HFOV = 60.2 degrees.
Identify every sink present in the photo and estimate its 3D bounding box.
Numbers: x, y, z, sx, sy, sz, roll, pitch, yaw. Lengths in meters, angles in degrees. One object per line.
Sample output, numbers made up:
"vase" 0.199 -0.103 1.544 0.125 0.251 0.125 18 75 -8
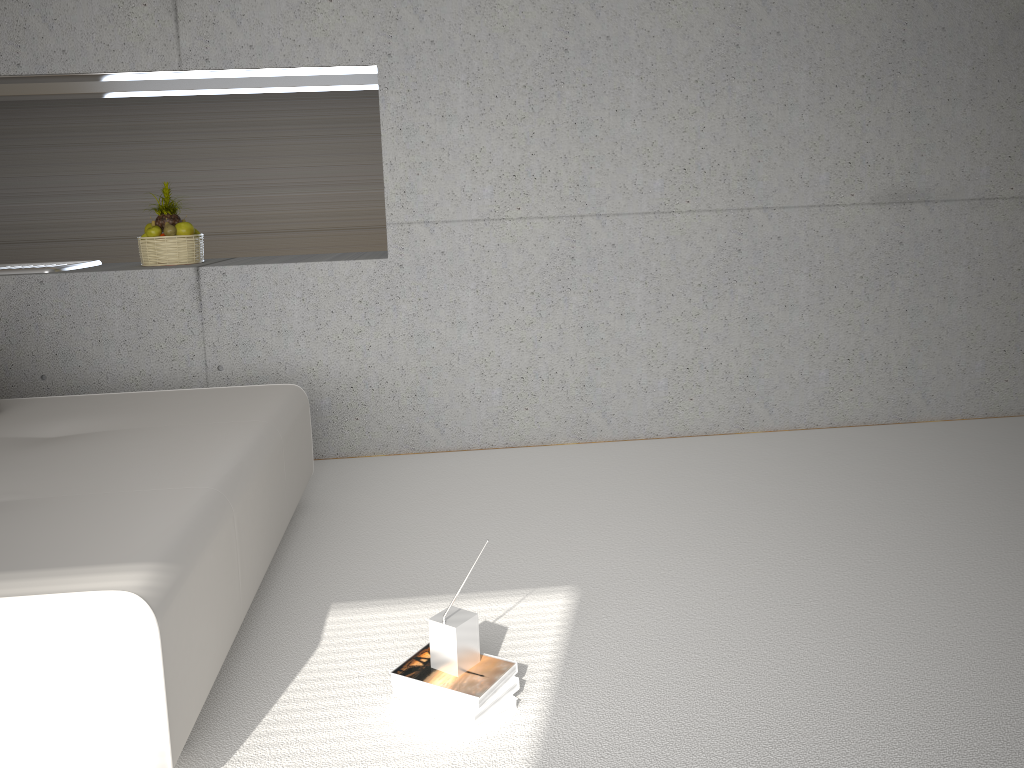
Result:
"sink" -3.147 -0.652 4.664 1.702 0.534 0.775 -3 10 -4

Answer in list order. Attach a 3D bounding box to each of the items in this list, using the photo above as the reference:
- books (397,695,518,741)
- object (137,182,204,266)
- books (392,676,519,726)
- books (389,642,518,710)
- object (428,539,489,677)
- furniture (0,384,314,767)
"books" -0.142 0.799 2.249 0.190 0.032 0.266 -12 15 -39
"object" -1.835 -0.863 4.736 0.334 0.437 0.372 -5 9 -19
"books" -0.144 0.767 2.245 0.265 0.032 0.191 6 14 34
"books" -0.147 0.734 2.248 0.265 0.032 0.191 4 13 29
"object" -0.112 0.541 2.207 0.186 0.363 0.091 3 9 36
"furniture" -1.595 0.502 2.791 1.612 0.516 2.195 -3 11 -4
